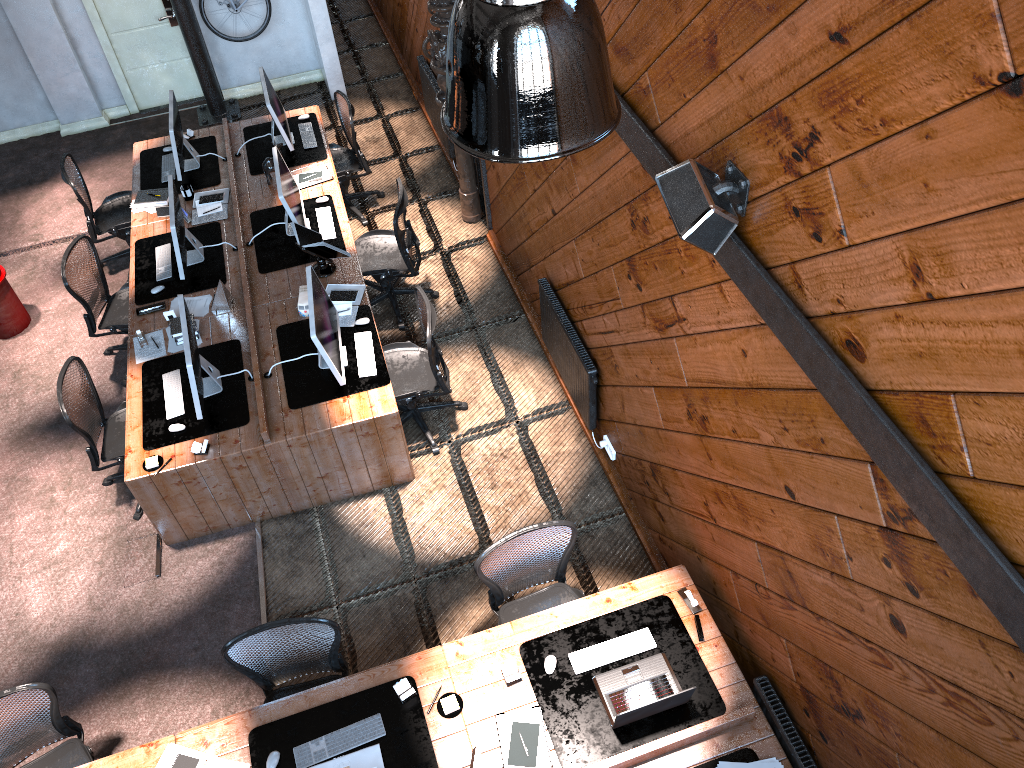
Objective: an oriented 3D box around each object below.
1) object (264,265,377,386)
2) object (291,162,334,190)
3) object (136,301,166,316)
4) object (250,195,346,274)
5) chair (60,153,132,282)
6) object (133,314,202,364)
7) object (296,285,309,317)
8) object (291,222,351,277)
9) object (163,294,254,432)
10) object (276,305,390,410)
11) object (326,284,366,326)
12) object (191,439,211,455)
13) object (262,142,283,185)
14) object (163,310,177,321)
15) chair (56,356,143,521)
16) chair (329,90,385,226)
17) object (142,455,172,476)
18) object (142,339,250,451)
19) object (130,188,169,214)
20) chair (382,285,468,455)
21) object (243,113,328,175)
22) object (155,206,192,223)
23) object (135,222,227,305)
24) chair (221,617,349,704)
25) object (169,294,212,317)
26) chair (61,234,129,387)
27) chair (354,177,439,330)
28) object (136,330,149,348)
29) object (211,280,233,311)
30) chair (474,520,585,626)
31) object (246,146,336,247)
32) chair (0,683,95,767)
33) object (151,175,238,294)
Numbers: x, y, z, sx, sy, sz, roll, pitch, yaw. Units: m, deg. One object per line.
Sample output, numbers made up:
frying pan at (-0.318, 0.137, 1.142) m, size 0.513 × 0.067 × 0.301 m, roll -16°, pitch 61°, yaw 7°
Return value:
object at (-1.212, -0.349, 5.892) m, size 0.663 × 0.578 × 0.811 m, roll 27°, pitch 55°, yaw 27°
object at (-1.715, -1.789, 7.611) m, size 0.316 × 0.060 × 0.229 m, roll -21°, pitch 49°, yaw -14°
object at (-2.683, -0.563, 6.589) m, size 0.215 × 0.031 × 0.089 m, roll -16°, pitch 48°, yaw -9°
object at (-1.727, -1.215, 7.115) m, size 0.687 × 0.008 × 0.848 m, roll -15°, pitch 48°, yaw -8°
chair at (-3.520, -1.566, 7.904) m, size 0.792 × 1.085 × 0.770 m, roll -33°, pitch 53°, yaw -23°
object at (-2.470, -0.347, 6.321) m, size 0.478 × 0.098 × 0.319 m, roll -17°, pitch 48°, yaw -10°
object at (-1.499, -0.608, 6.472) m, size 0.128 × 0.146 × 0.253 m, roll -6°, pitch 47°, yaw 0°
object at (-1.448, -1.006, 6.632) m, size 0.304 × 0.380 × 0.417 m, roll -38°, pitch 55°, yaw -26°
object at (-2.054, -0.161, 5.797) m, size 0.610 × 0.573 × 0.714 m, roll -17°, pitch 48°, yaw -10°
object at (-1.249, -0.205, 6.131) m, size 0.687 × 0.008 × 0.848 m, roll -15°, pitch 48°, yaw -8°
object at (-1.256, -0.579, 6.461) m, size 0.304 × 0.017 × 0.467 m, roll 1°, pitch 47°, yaw 6°
object at (-1.973, 0.397, 5.607) m, size 0.106 × 0.063 × 0.082 m, roll -3°, pitch 47°, yaw 2°
object at (-2.020, -1.892, 7.538) m, size 0.229 × 0.351 × 0.135 m, roll -18°, pitch 48°, yaw -11°
object at (-2.487, -0.494, 6.459) m, size 0.076 × 0.102 × 0.034 m, roll -15°, pitch 48°, yaw -9°
chair at (-2.622, 0.275, 6.110) m, size 0.792 × 1.085 × 0.770 m, roll -25°, pitch 50°, yaw -17°
chair at (-1.638, -2.057, 8.174) m, size 0.792 × 1.085 × 0.770 m, roll -33°, pitch 53°, yaw -23°
object at (-2.248, 0.493, 5.569) m, size 0.154 × 0.026 × 0.158 m, roll 20°, pitch 52°, yaw 22°
object at (-2.144, 0.054, 5.980) m, size 0.687 × 0.008 × 0.848 m, roll -15°, pitch 48°, yaw -8°
object at (-3.082, -1.569, 7.536) m, size 0.363 × 0.065 × 0.325 m, roll 2°, pitch 48°, yaw 8°
chair at (-0.755, -0.089, 6.263) m, size 0.792 × 1.085 × 0.770 m, roll -25°, pitch 50°, yaw -17°
object at (-2.068, -2.189, 8.051) m, size 0.687 × 0.008 × 0.848 m, roll -15°, pitch 48°, yaw -8°
object at (-2.790, -1.430, 7.366) m, size 0.347 × 0.083 × 0.129 m, roll 13°, pitch 50°, yaw 17°
object at (-2.612, -0.960, 6.966) m, size 0.687 × 0.008 × 0.848 m, roll -15°, pitch 48°, yaw -8°
chair at (-1.048, 1.717, 4.619) m, size 0.770 × 1.085 × 0.792 m, roll -25°, pitch 50°, yaw -17°
object at (-2.394, -0.574, 6.589) m, size 0.315 × 0.002 × 0.246 m, roll -5°, pitch 47°, yaw 1°
chair at (-3.035, -0.655, 7.012) m, size 0.792 × 1.085 × 0.770 m, roll -17°, pitch 48°, yaw -10°
chair at (-1.058, -1.065, 7.198) m, size 0.792 × 1.085 × 0.770 m, roll -17°, pitch 48°, yaw -10°
object at (-2.657, -0.335, 6.352) m, size 0.054 × 0.064 × 0.159 m, roll -25°, pitch 50°, yaw -17°
object at (-2.150, -0.679, 6.446) m, size 0.165 × 0.320 × 0.178 m, roll -9°, pitch 47°, yaw -3°
chair at (0.212, 1.287, 4.893) m, size 0.770 × 1.085 × 0.792 m, roll -33°, pitch 53°, yaw -23°
object at (-1.679, -1.445, 6.954) m, size 0.642 × 0.578 × 0.772 m, roll 19°, pitch 52°, yaw 22°
chair at (-2.342, 2.019, 4.466) m, size 0.792 × 1.085 × 0.770 m, roll 30°, pitch 57°, yaw 29°
object at (-2.613, -1.121, 6.744) m, size 0.654 × 0.576 × 0.735 m, roll 21°, pitch 52°, yaw 23°
